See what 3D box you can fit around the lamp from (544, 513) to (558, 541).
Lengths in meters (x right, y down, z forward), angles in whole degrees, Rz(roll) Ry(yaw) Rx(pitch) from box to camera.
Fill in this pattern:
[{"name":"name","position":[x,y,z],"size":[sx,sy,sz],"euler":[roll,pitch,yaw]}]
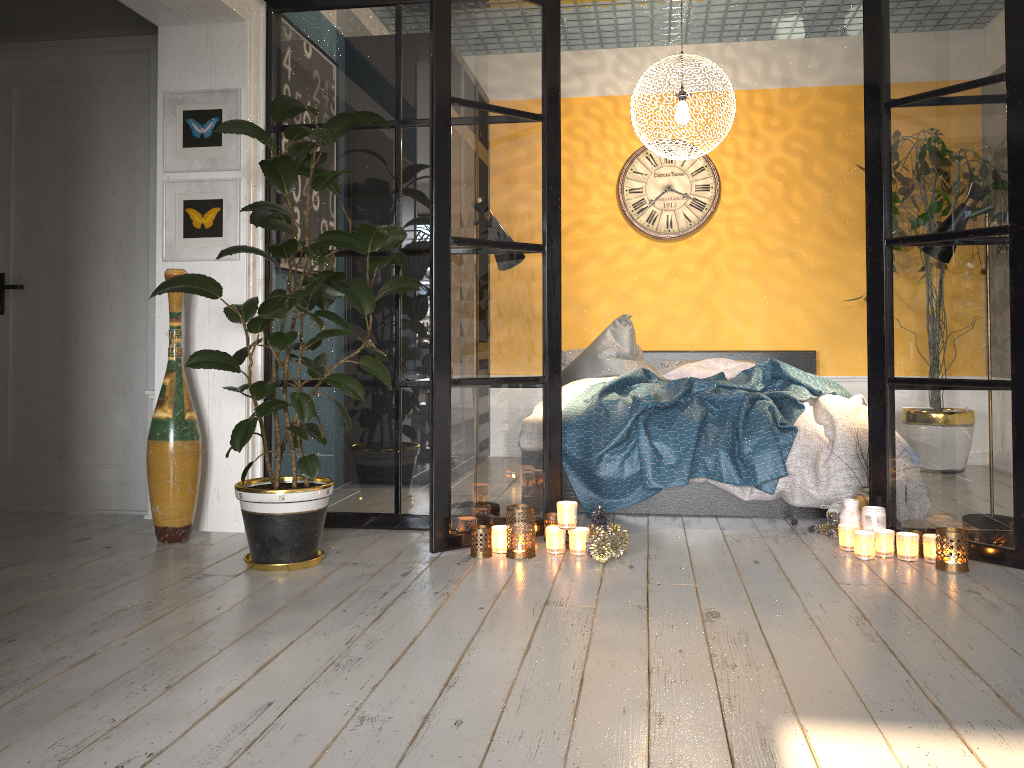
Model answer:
[{"name":"lamp","position":[0.170,0.591,3.647],"size":[0.081,0.106,0.081],"euler":[0,0,8]}]

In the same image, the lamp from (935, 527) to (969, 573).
[{"name":"lamp","position":[1.568,0.591,3.155],"size":[0.107,0.141,0.107],"euler":[0,0,-28]}]

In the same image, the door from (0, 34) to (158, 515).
[{"name":"door","position":[-2.170,-0.534,4.383],"size":[1.037,2.310,0.177],"euler":[0,-2,9]}]

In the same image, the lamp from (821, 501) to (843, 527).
[{"name":"lamp","position":[1.400,0.574,3.796],"size":[0.108,0.131,0.096],"euler":[0,0,-21]}]

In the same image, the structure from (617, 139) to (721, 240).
[{"name":"structure","position":[1.119,-1.394,6.323],"size":[0.727,0.725,0.070],"euler":[0,-2,9]}]

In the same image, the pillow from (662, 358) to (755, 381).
[{"name":"pillow","position":[1.301,-0.047,5.520],"size":[0.593,0.227,0.484],"euler":[-1,2,-32]}]

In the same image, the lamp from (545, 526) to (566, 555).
[{"name":"lamp","position":[0.169,0.604,3.414],"size":[0.080,0.099,0.080],"euler":[0,0,-41]}]

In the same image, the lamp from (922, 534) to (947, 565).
[{"name":"lamp","position":[1.554,0.608,3.254],"size":[0.080,0.099,0.080],"euler":[0,0,-41]}]

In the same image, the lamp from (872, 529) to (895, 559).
[{"name":"lamp","position":[1.406,0.605,3.347],"size":[0.080,0.099,0.080],"euler":[0,0,-41]}]

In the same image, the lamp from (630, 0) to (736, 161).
[{"name":"lamp","position":[1.008,-1.874,5.240],"size":[0.616,1.097,0.616],"euler":[0,-1,-41]}]

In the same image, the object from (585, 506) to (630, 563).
[{"name":"object","position":[0.360,0.596,3.580],"size":[0.192,0.118,0.717],"euler":[0,2,-2]}]

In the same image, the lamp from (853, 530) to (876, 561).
[{"name":"lamp","position":[1.322,0.606,3.316],"size":[0.080,0.099,0.080],"euler":[0,0,-41]}]

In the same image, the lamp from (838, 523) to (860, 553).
[{"name":"lamp","position":[1.314,0.601,3.449],"size":[0.080,0.099,0.080],"euler":[0,0,-27]}]

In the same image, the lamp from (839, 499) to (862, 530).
[{"name":"lamp","position":[1.367,0.558,3.565],"size":[0.092,0.180,0.092],"euler":[-1,-1,29]}]

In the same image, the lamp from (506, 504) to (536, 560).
[{"name":"lamp","position":[0.033,0.562,3.370],"size":[0.115,0.187,0.114],"euler":[0,-1,7]}]

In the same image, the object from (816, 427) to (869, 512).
[{"name":"object","position":[1.567,0.379,3.769],"size":[0.278,0.522,0.437],"euler":[1,0,-41]}]

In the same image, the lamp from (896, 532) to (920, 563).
[{"name":"lamp","position":[1.471,0.607,3.288],"size":[0.080,0.099,0.080],"euler":[0,0,-41]}]

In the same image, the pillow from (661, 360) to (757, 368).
[{"name":"pillow","position":[1.391,-0.011,5.913],"size":[0.775,0.297,0.527],"euler":[0,1,9]}]

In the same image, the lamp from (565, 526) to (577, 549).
[{"name":"lamp","position":[0.244,0.610,3.504],"size":[0.069,0.080,0.069],"euler":[0,0,16]}]

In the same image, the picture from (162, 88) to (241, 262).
[{"name":"picture","position":[-1.507,-0.877,2.928],"size":[0.359,0.753,1.946],"euler":[0,2,9]}]

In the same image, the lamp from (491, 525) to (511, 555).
[{"name":"lamp","position":[-0.042,0.604,3.428],"size":[0.080,0.099,0.080],"euler":[0,0,-41]}]

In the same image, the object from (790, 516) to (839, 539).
[{"name":"object","position":[1.307,0.615,3.806],"size":[0.087,0.054,0.326],"euler":[-1,2,-27]}]

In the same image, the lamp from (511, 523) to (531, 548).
[{"name":"lamp","position":[0.037,0.602,3.476],"size":[0.080,0.099,0.080],"euler":[0,0,-41]}]

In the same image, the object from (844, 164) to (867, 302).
[{"name":"object","position":[2.723,-0.549,5.638],"size":[1.344,2.207,1.248],"euler":[0,-1,-5]}]

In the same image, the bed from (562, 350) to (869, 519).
[{"name":"bed","position":[1.105,0.195,5.107],"size":[1.897,0.771,2.323],"euler":[0,2,9]}]

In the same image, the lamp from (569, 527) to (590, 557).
[{"name":"lamp","position":[0.258,0.605,3.393],"size":[0.080,0.099,0.080],"euler":[0,0,-41]}]

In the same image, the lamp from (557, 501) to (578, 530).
[{"name":"lamp","position":[0.212,0.506,3.404],"size":[0.080,0.099,0.080],"euler":[0,0,-41]}]

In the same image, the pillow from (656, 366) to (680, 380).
[{"name":"pillow","position":[1.099,0.010,5.769],"size":[0.623,0.267,0.475],"euler":[1,2,30]}]

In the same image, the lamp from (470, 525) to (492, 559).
[{"name":"lamp","position":[-0.117,0.602,3.376],"size":[0.084,0.110,0.084],"euler":[0,0,-16]}]

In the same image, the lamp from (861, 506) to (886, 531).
[{"name":"lamp","position":[1.415,0.567,3.456],"size":[0.089,0.167,0.092],"euler":[0,-1,-25]}]

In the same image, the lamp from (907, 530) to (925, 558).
[{"name":"lamp","position":[1.537,0.608,3.363],"size":[0.063,0.091,0.063],"euler":[0,0,-10]}]

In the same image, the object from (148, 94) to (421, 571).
[{"name":"object","position":[0.758,-0.234,3.200],"size":[3.895,1.798,1.010],"euler":[0,-1,8]}]

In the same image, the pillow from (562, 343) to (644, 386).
[{"name":"pillow","position":[0.670,-0.065,6.040],"size":[0.755,0.456,0.514],"euler":[-1,1,-20]}]

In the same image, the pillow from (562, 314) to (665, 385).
[{"name":"pillow","position":[0.608,-0.145,5.626],"size":[0.782,0.600,0.498],"euler":[0,0,15]}]

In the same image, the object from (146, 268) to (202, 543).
[{"name":"object","position":[-1.395,0.085,3.661],"size":[0.216,1.125,0.215],"euler":[0,-1,3]}]
